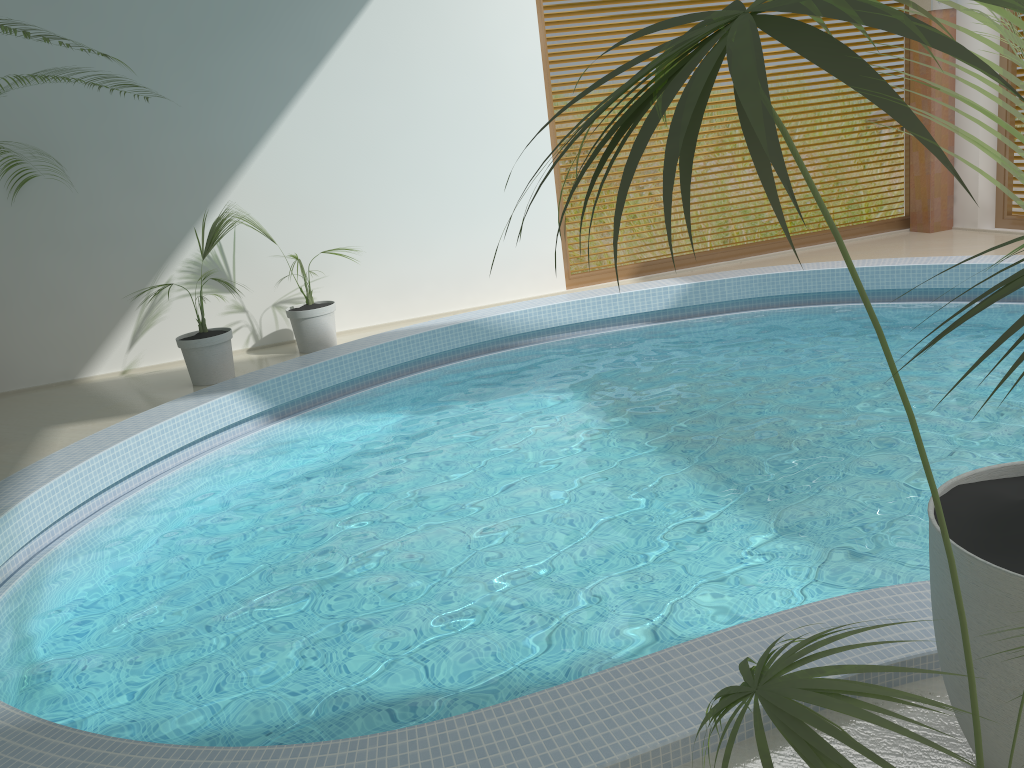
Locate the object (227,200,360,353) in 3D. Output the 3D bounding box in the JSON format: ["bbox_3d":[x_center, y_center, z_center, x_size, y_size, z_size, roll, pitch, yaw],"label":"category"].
[{"bbox_3d":[-1.720,-0.904,7.249,1.067,1.310,0.822,-8,16,-4],"label":"object"}]

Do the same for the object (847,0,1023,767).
[{"bbox_3d":[1.204,-0.488,1.429,2.979,2.960,2.729,-7,16,1],"label":"object"}]

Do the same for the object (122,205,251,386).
[{"bbox_3d":[-2.299,-0.661,6.649,0.822,1.310,1.067,-1,17,22],"label":"object"}]

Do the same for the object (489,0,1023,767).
[{"bbox_3d":[0.557,0.357,1.095,1.059,1.695,0.791,-2,17,19],"label":"object"}]

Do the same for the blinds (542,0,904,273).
[{"bbox_3d":[2.178,-3.357,9.045,4.500,4.025,0.099,-12,16,-15],"label":"blinds"}]

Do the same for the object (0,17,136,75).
[{"bbox_3d":[-3.059,-0.428,3.114,2.979,2.960,2.729,5,20,38],"label":"object"}]

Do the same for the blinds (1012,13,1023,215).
[{"bbox_3d":[5.677,-2.637,7.017,0.095,2.921,4.200,-12,16,-15],"label":"blinds"}]

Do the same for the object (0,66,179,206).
[{"bbox_3d":[-3.608,-0.999,5.369,2.729,2.960,2.979,-18,19,-34],"label":"object"}]
